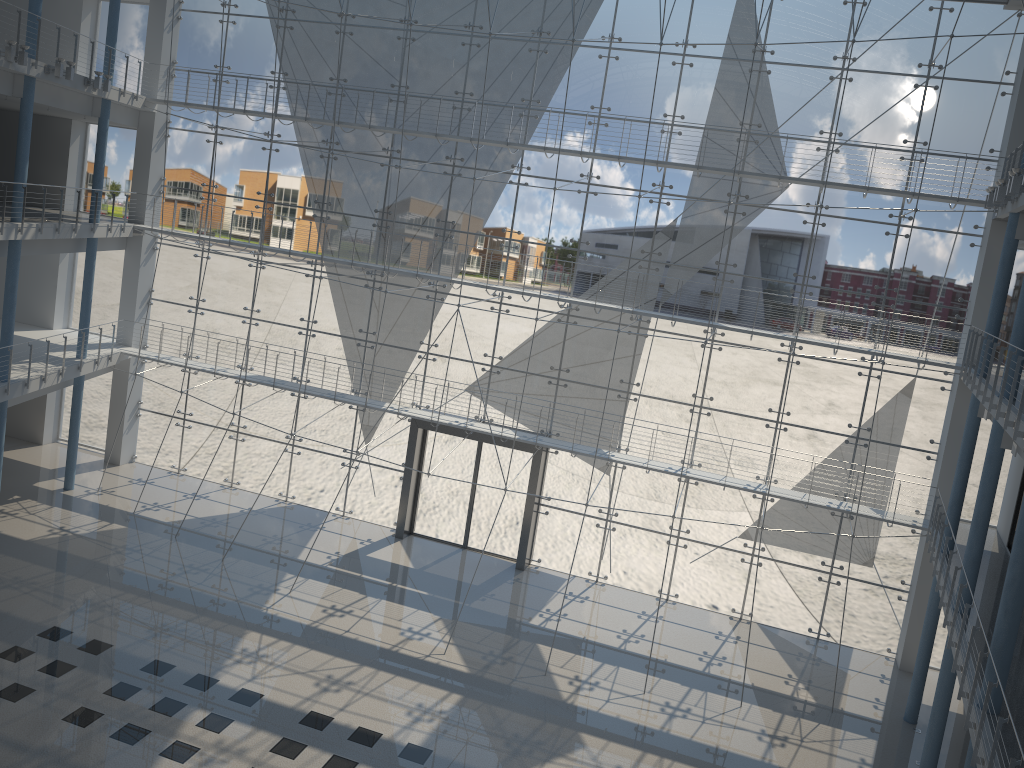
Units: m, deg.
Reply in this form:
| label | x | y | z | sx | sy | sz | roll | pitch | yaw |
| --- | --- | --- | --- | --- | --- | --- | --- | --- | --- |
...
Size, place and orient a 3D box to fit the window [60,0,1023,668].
| label | x | y | z | sx | sy | sz | roll | pitch | yaw |
| --- | --- | --- | --- | --- | --- | --- | --- | --- | --- |
| window | -0.032 | -0.720 | 3.330 | 3.861 | 2.752 | 0.010 | 11 | 7 | 16 |
